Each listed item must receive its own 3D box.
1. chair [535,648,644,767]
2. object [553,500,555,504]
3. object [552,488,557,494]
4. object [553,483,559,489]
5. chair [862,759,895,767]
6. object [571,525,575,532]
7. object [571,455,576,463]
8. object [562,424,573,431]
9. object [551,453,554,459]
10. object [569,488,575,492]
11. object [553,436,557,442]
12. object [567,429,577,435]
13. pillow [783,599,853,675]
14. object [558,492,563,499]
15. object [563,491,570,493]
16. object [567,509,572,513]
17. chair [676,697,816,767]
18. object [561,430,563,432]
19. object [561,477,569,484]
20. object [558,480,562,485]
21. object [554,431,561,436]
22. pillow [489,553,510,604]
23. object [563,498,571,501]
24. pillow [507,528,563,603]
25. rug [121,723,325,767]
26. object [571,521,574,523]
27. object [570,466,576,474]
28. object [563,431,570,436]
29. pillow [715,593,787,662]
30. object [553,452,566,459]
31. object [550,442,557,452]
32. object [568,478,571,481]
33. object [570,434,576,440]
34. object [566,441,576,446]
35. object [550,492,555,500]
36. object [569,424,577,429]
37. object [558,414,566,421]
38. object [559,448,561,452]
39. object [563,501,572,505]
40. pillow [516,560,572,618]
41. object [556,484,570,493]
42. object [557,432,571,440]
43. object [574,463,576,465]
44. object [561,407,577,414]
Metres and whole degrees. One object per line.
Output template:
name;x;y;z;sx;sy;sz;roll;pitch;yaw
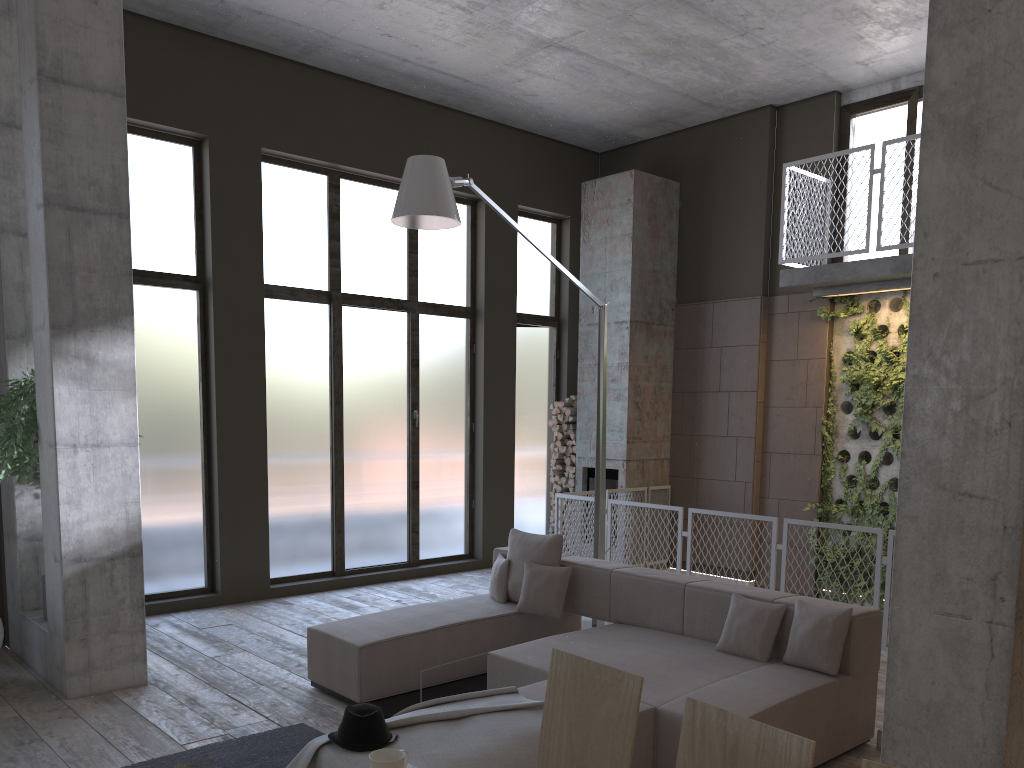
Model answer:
chair;-0.061;1.343;2.225;0.719;1.210;0.345;-3;7;-38
object;0.694;1.487;11.130;0.421;0.068;0.067;2;1;-42
object;0.608;1.345;11.050;0.250;0.074;0.045;2;2;-42
object;0.660;1.298;11.113;0.292;0.104;0.100;1;1;-40
chair;0.554;1.324;1.423;0.718;1.210;0.346;-4;7;-44
object;0.918;1.786;10.932;0.436;0.093;0.091;2;1;-42
object;0.878;0.923;10.814;0.364;0.110;0.088;2;2;-42
object;0.804;0.536;10.883;0.454;0.090;0.090;2;1;-43
object;0.668;0.905;11.036;0.421;0.068;0.067;2;1;-42
object;0.872;1.321;10.909;0.424;0.086;0.066;2;1;-44
object;0.616;0.682;10.973;0.250;0.074;0.045;2;2;-42
object;0.849;0.592;10.843;0.362;0.068;0.121;2;-1;-41
pillow;1.658;1.376;4.791;0.187;0.371;0.360;-3;4;-37
object;0.728;1.408;11.093;0.436;0.094;0.092;2;1;-42
object;0.800;1.392;11.051;0.362;0.087;0.100;2;0;-42
object;0.880;1.550;10.956;0.454;0.090;0.090;2;1;-42
chair;0.229;1.333;1.809;0.719;1.210;0.345;-3;7;-36
object;0.725;0.567;10.945;0.331;0.057;0.088;2;0;-42
object;0.796;1.199;10.960;0.454;0.090;0.090;2;1;-43
object;0.717;1.230;11.023;0.331;0.057;0.088;2;0;-42
object;0.668;0.636;11.036;0.292;0.104;0.100;1;1;-40
pillow;-0.086;1.482;6.635;0.151;0.381;0.365;0;3;-9
object;0.827;1.409;10.944;0.454;0.090;0.090;2;1;-41
pillow;0.135;1.350;6.423;0.220;0.564;0.560;-4;5;-40
rug;-1.939;1.950;3.794;2.910;0.049;1.157;2;-2;-42
object;0.893;1.691;10.934;0.421;0.073;0.071;2;1;-42
object;0.911;1.058;10.842;0.478;0.084;0.093;2;1;-42
object;0.784;0.607;10.922;0.358;0.075;0.064;2;1;-43
pillow;1.380;1.418;5.073;0.186;0.363;0.368;-4;5;-42
object;0.717;0.893;10.977;0.478;0.084;0.093;2;1;-42
object;0.632;0.796;11.074;0.363;0.127;0.063;2;3;-43
object;0.865;1.188;10.927;0.422;0.072;0.067;2;1;-42
object;0.881;0.658;10.832;0.424;0.086;0.066;2;1;-44
object;0.868;0.740;10.893;0.434;0.080;0.114;2;0;-42
object;0.636;1.414;11.132;0.364;0.110;0.088;2;2;-42
object;0.873;0.526;10.850;0.422;0.072;0.067;2;1;-42
object;0.768;0.419;10.891;0.478;0.084;0.093;2;0;-42
object;0.780;0.819;10.935;0.434;0.080;0.114;2;0;-42
object;0.796;1.476;11.012;0.478;0.084;0.093;2;1;-42
pillow;0.228;1.446;6.175;0.376;0.377;0.167;2;5;21
object;0.689;1.305;11.015;0.293;0.108;0.098;1;2;-41
object;0.697;0.643;10.938;0.293;0.108;0.098;1;2;-41
object;0.914;0.973;10.881;0.362;0.087;0.100;2;0;-42
object;0.769;0.331;10.830;0.362;0.085;0.103;2;0;-42
